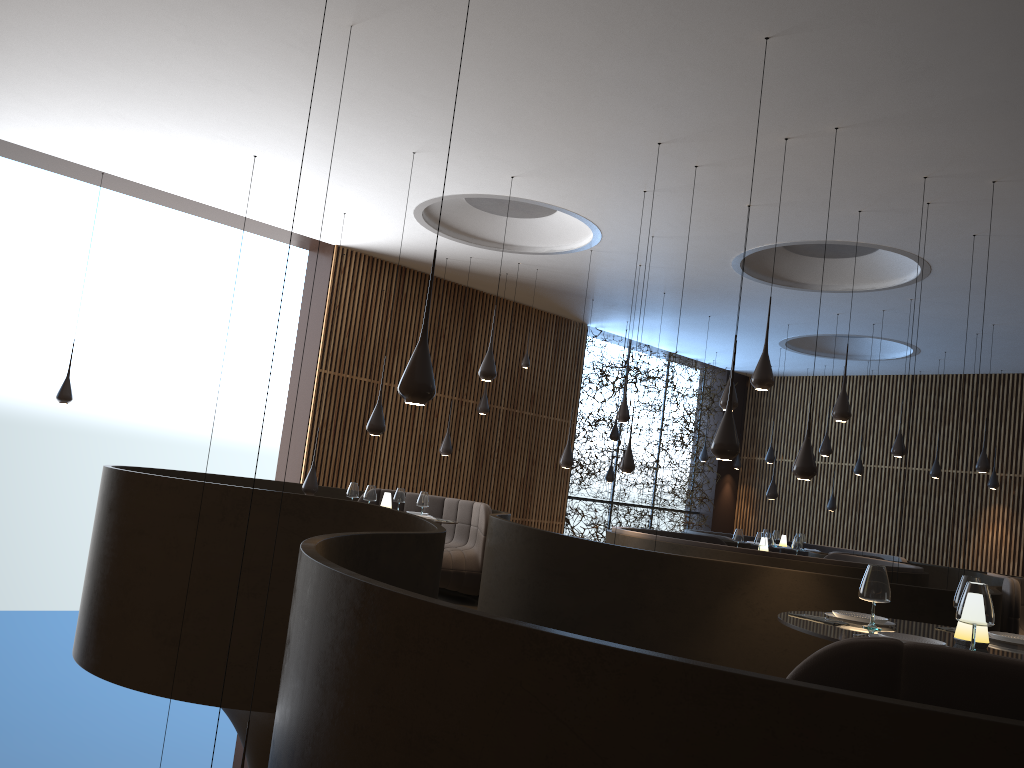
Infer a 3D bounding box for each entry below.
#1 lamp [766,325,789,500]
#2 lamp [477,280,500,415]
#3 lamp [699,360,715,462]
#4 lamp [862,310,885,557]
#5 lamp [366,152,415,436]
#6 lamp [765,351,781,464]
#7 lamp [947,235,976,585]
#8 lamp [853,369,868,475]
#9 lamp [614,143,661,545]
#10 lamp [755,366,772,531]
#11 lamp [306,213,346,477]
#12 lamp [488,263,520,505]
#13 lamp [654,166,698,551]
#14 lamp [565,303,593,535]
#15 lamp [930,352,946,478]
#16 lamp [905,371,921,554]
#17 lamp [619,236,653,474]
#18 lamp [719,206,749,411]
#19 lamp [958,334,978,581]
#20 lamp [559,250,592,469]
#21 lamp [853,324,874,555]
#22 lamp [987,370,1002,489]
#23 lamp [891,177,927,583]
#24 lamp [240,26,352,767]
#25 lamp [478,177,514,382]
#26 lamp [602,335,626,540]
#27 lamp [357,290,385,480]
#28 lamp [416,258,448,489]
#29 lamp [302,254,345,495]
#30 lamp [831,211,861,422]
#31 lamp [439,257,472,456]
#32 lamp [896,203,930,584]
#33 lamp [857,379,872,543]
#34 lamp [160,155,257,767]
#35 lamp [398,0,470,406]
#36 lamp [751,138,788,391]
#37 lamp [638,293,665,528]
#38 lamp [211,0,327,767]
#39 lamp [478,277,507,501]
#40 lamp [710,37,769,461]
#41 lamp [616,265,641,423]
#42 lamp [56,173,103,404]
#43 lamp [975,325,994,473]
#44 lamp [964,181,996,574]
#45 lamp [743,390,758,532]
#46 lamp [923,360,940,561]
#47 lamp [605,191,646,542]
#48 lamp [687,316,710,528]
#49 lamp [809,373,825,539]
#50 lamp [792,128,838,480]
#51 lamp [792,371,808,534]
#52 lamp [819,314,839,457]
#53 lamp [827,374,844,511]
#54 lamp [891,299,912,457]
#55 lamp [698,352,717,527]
[{"bbox_3d":[4.492,0.458,14.852,0.196,2.954,0.196,2,-7,43],"label":"lamp"},{"bbox_3d":[-0.323,-0.628,13.890,0.196,2.218,0.196,9,-6,-17],"label":"lamp"},{"bbox_3d":[4.264,0.580,19.221,0.196,2.218,0.196,9,-6,-17],"label":"lamp"},{"bbox_3d":[5.169,1.997,12.963,0.196,6.261,0.196,8,-5,-7],"label":"lamp"},{"bbox_3d":[-1.199,-0.942,9.068,0.196,2.954,0.196,8,-5,-7],"label":"lamp"},{"bbox_3d":[5.054,0.416,17.017,0.196,2.218,0.196,4,-6,33],"label":"lamp"},{"bbox_3d":[4.608,1.488,9.288,0.196,6.261,0.196,8,-5,-7],"label":"lamp"},{"bbox_3d":[6.829,0.662,17.228,0.196,2.218,0.196,4,-6,33],"label":"lamp"},{"bbox_3d":[0.976,0.871,7.911,0.196,6.261,0.196,8,-5,-7],"label":"lamp"},{"bbox_3d":[5.223,2.709,18.874,0.196,6.261,0.196,9,-5,-17],"label":"lamp"},{"bbox_3d":[-2.594,0.844,11.414,0.195,6.261,0.196,5,-6,23],"label":"lamp"},{"bbox_3d":[-0.282,1.305,12.859,0.196,6.261,0.196,8,-5,-14],"label":"lamp"},{"bbox_3d":[1.407,0.976,8.343,0.196,6.261,0.196,11,-7,-37],"label":"lamp"},{"bbox_3d":[0.980,1.677,14.661,0.195,6.261,0.196,5,-6,23],"label":"lamp"},{"bbox_3d":[7.482,0.535,15.480,0.196,2.218,0.196,4,-6,33],"label":"lamp"},{"bbox_3d":[7.749,2.845,17.376,0.196,6.261,0.196,9,-5,-17],"label":"lamp"},{"bbox_3d":[1.573,-0.376,10.911,0.196,2.954,0.196,6,-5,13],"label":"lamp"},{"bbox_3d":[2.409,-0.817,9.426,0.196,2.218,0.196,11,-7,-37],"label":"lamp"},{"bbox_3d":[6.947,2.305,13.687,0.196,6.261,0.196,10,-6,-27],"label":"lamp"},{"bbox_3d":[0.894,-0.347,11.866,0.196,2.954,0.196,7,-5,3],"label":"lamp"},{"bbox_3d":[5.401,2.136,13.891,0.196,6.261,0.196,8,-5,-7],"label":"lamp"},{"bbox_3d":[9.002,0.839,16.439,0.196,2.218,0.196,4,-6,33],"label":"lamp"},{"bbox_3d":[3.443,1.180,7.928,0.196,6.261,0.196,4,-6,33],"label":"lamp"},{"bbox_3d":[-1.571,0.084,6.479,0.196,6.261,0.196,10,-6,-27],"label":"lamp"},{"bbox_3d":[-0.133,-1.131,9.448,0.196,2.218,0.196,8,-5,-7],"label":"lamp"},{"bbox_3d":[1.826,2.048,16.884,0.196,6.261,0.196,9,-5,-17],"label":"lamp"},{"bbox_3d":[-2.269,1.715,12.728,0.195,6.261,0.196,5,-6,23],"label":"lamp"},{"bbox_3d":[-1.368,1.199,13.105,0.196,6.261,0.196,11,-6,-34],"label":"lamp"},{"bbox_3d":[-2.242,-0.133,10.738,0.196,2.954,0.196,7,-5,3],"label":"lamp"},{"bbox_3d":[3.507,-0.712,9.185,0.196,2.218,0.196,2,-7,43],"label":"lamp"},{"bbox_3d":[-0.790,-0.419,13.020,0.196,2.954,0.196,4,-6,33],"label":"lamp"},{"bbox_3d":[3.761,1.294,8.545,0.196,6.261,0.196,9,-5,-17],"label":"lamp"},{"bbox_3d":[7.017,2.819,17.926,0.196,6.261,0.196,10,-6,-27],"label":"lamp"},{"bbox_3d":[-2.627,1.106,7.445,0.196,6.261,0.196,10,-6,-27],"label":"lamp"},{"bbox_3d":[-0.315,-1.357,4.672,0.196,2.954,0.196,10,-6,-27],"label":"lamp"},{"bbox_3d":[2.264,-1.046,7.654,0.196,2.218,0.196,8,-5,-7],"label":"lamp"},{"bbox_3d":[1.997,1.674,13.570,0.196,6.261,0.196,7,-5,3],"label":"lamp"},{"bbox_3d":[-1.310,-0.081,4.823,0.196,6.261,0.196,10,-6,-27],"label":"lamp"},{"bbox_3d":[-0.463,1.369,13.584,0.196,6.261,0.196,11,-6,-34],"label":"lamp"},{"bbox_3d":[1.597,-0.954,6.050,0.196,2.954,0.196,8,-5,-7],"label":"lamp"},{"bbox_3d":[1.660,-0.563,12.331,0.196,2.218,0.196,2,-7,43],"label":"lamp"},{"bbox_3d":[-5.387,-1.216,11.142,0.196,2.954,0.196,9,-5,-17],"label":"lamp"},{"bbox_3d":[7.077,0.209,13.179,0.196,2.218,0.196,8,-5,-7],"label":"lamp"},{"bbox_3d":[4.029,1.242,7.834,0.196,6.261,0.196,4,-6,33],"label":"lamp"},{"bbox_3d":[5.292,2.862,20.086,0.196,6.261,0.196,9,-5,-17],"label":"lamp"},{"bbox_3d":[7.475,2.648,16.015,0.196,6.261,0.196,10,-6,-27],"label":"lamp"},{"bbox_3d":[1.037,1.033,9.205,0.196,6.261,0.196,11,-7,-37],"label":"lamp"},{"bbox_3d":[2.974,1.942,14.796,0.196,6.261,0.196,7,-5,3],"label":"lamp"},{"bbox_3d":[6.092,2.718,18.043,0.196,6.261,0.196,10,-6,-27],"label":"lamp"},{"bbox_3d":[2.541,-0.687,7.302,0.196,2.954,0.196,11,-7,-37],"label":"lamp"},{"bbox_3d":[5.930,2.769,18.638,0.196,6.261,0.196,4,-6,33],"label":"lamp"},{"bbox_3d":[4.942,0.010,13.708,0.196,2.218,0.196,8,-5,-7],"label":"lamp"},{"bbox_3d":[6.629,1.105,18.036,0.196,2.954,0.196,4,-6,33],"label":"lamp"},{"bbox_3d":[5.471,-0.089,12.351,0.196,2.218,0.196,8,-5,-7],"label":"lamp"},{"bbox_3d":[3.847,2.441,18.062,0.196,6.261,0.196,9,-5,-17],"label":"lamp"}]
